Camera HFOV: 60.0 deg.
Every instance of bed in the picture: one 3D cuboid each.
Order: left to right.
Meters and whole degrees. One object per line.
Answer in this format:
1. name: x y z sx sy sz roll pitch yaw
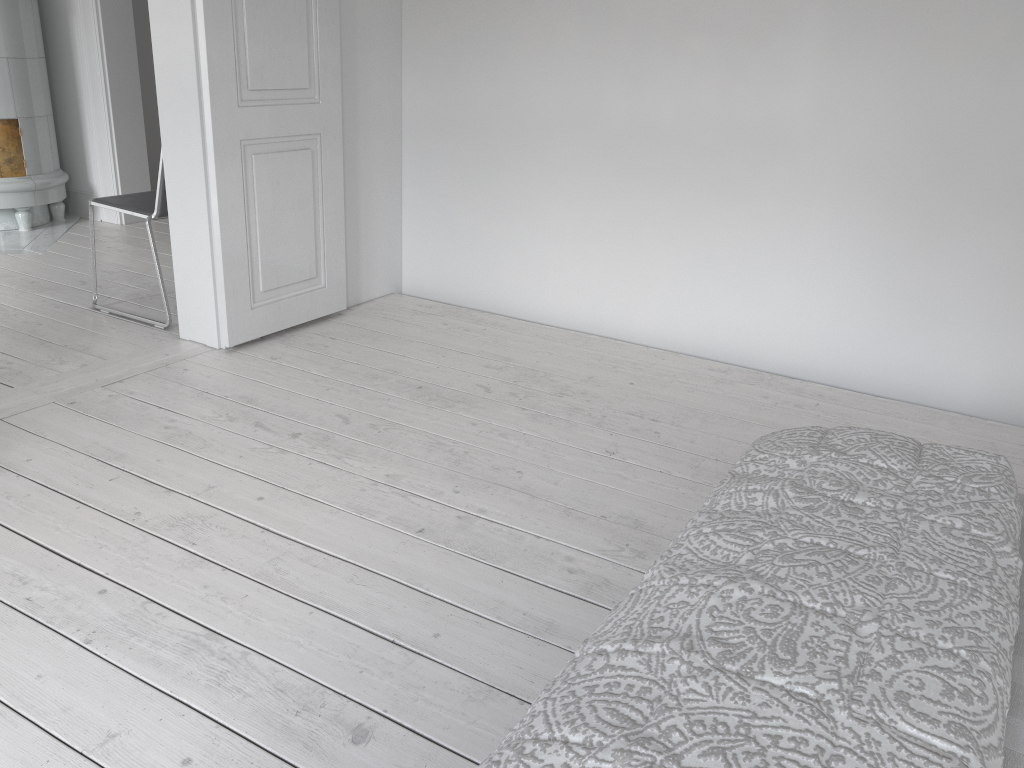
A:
1. bed: 0.941 0.475 0.406 2.177 1.167 1.890 14 24 28

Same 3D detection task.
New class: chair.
1. chair: -1.431 -0.721 3.761 0.525 0.796 0.562 14 24 28

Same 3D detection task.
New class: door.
1. door: -0.856 -1.320 3.189 0.034 2.323 0.667 14 24 28

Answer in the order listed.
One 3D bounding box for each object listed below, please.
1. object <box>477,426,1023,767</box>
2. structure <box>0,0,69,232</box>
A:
1. object: 0.222 0.309 0.817 0.405 0.104 1.461 14 24 28
2. structure: -3.002 -2.246 4.833 0.787 2.740 0.788 7 21 12
